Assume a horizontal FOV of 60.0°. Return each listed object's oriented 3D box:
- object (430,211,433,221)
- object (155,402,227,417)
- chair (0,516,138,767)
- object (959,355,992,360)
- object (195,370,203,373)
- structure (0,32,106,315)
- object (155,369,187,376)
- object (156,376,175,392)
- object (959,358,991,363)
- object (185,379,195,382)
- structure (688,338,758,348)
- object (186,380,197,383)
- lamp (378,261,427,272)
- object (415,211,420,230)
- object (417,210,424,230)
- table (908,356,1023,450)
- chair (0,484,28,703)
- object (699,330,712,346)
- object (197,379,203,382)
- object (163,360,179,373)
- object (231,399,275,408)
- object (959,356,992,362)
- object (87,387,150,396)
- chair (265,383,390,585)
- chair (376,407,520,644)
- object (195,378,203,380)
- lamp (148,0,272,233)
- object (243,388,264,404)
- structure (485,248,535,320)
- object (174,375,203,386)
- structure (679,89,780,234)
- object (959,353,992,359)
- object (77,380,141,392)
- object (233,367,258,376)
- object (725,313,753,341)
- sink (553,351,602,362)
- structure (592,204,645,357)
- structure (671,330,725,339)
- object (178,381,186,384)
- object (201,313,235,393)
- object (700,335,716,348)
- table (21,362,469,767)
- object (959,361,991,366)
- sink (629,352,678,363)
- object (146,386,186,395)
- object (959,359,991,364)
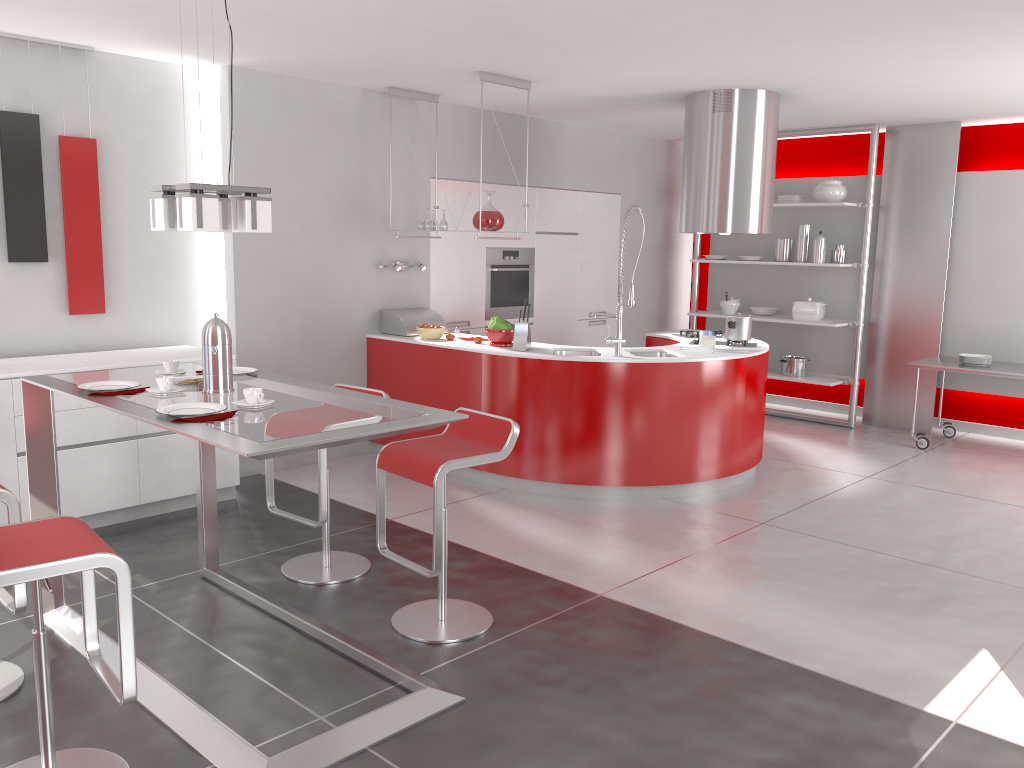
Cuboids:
[{"bbox_3d":[-0.567,-1.158,6.301,0.060,0.141,0.060,10,12,43],"label":"object"},{"bbox_3d":[-1.023,0.085,2.834,0.217,0.015,0.217,-3,10,-22],"label":"object"},{"bbox_3d":[-1.308,0.733,2.418,0.460,0.857,0.418,-6,12,-38],"label":"chair"},{"bbox_3d":[3.623,-0.203,6.939,0.228,0.020,0.228,5,10,25],"label":"object"},{"bbox_3d":[-1.256,-0.064,3.759,0.095,0.012,0.234,10,12,43],"label":"object"},{"bbox_3d":[-2.665,-1.119,4.834,0.040,1.503,0.820,10,12,43],"label":"structure"},{"bbox_3d":[-1.392,-0.046,3.623,0.119,0.016,0.119,-3,10,-27],"label":"object"},{"bbox_3d":[-1.244,0.002,3.181,0.062,0.049,0.078,0,9,-7],"label":"object"},{"bbox_3d":[3.623,-0.182,6.942,0.228,0.020,0.228,5,10,25],"label":"object"},{"bbox_3d":[-1.237,-0.015,3.409,0.034,0.006,0.036,0,9,-9],"label":"object"},{"bbox_3d":[1.485,-0.298,6.230,0.457,0.037,0.303,4,10,18],"label":"structure"},{"bbox_3d":[-1.219,-0.008,3.373,0.036,0.006,0.034,-5,11,-34],"label":"object"},{"bbox_3d":[-0.785,-0.865,6.537,0.155,0.081,0.454,10,12,43],"label":"lamp"},{"bbox_3d":[-0.658,-1.162,6.312,0.060,0.141,0.060,10,12,43],"label":"object"},{"bbox_3d":[-0.633,-1.147,6.221,0.060,0.141,0.060,4,10,20],"label":"object"},{"bbox_3d":[3.944,0.230,6.750,1.627,0.682,0.749,10,13,44],"label":"table"},{"bbox_3d":[-1.920,0.634,2.965,0.460,0.857,0.418,-8,12,-43],"label":"chair"},{"bbox_3d":[1.301,-0.309,5.952,0.080,0.100,0.109,4,9,16],"label":"object"},{"bbox_3d":[-1.190,-0.013,3.403,0.034,0.006,0.036,-3,10,-23],"label":"object"},{"bbox_3d":[-1.397,-0.071,3.625,0.078,0.049,0.062,9,12,42],"label":"object"},{"bbox_3d":[-0.870,0.066,2.981,0.119,0.016,0.119,5,10,23],"label":"object"},{"bbox_3d":[3.623,-0.193,6.940,0.228,0.020,0.228,5,10,25],"label":"object"},{"bbox_3d":[-1.376,0.030,3.152,0.095,0.012,0.234,9,12,41],"label":"object"},{"bbox_3d":[-0.867,0.457,4.200,0.418,0.857,0.460,8,12,38],"label":"chair"},{"bbox_3d":[-0.265,0.560,3.629,0.460,0.857,0.418,-7,12,-41],"label":"chair"},{"bbox_3d":[-1.208,-0.019,3.441,0.034,0.006,0.036,7,11,31],"label":"object"},{"bbox_3d":[-1.050,-1.043,3.047,0.304,1.025,0.304,10,12,43],"label":"lamp"},{"bbox_3d":[-0.866,0.043,2.971,0.062,0.049,0.078,-3,10,-24],"label":"object"},{"bbox_3d":[-0.002,-0.845,7.471,0.050,0.589,0.599,10,12,43],"label":"structure"},{"bbox_3d":[-1.223,-0.010,3.409,0.217,0.015,0.217,0,9,-9],"label":"object"},{"bbox_3d":[1.541,-1.549,6.308,0.644,0.958,0.644,3,9,10],"label":"structure"},{"bbox_3d":[3.624,-0.213,6.937,0.228,0.020,0.228,5,10,25],"label":"object"},{"bbox_3d":[-1.474,0.011,3.247,0.217,0.015,0.217,4,10,19],"label":"object"},{"bbox_3d":[-1.160,-0.049,3.661,0.217,0.015,0.217,-1,9,-10],"label":"object"},{"bbox_3d":[1.580,-0.400,6.179,0.189,0.185,0.218,2,9,6],"label":"object"},{"bbox_3d":[0.414,-0.101,5.659,0.326,0.172,0.428,2,9,4],"label":"sink"},{"bbox_3d":[0.663,-0.634,5.434,0.308,0.920,0.178,1,9,-3],"label":"structure"},{"bbox_3d":[1.485,-0.382,6.758,0.457,0.037,0.303,-2,9,-16],"label":"structure"},{"bbox_3d":[-1.255,-0.007,3.396,0.036,0.006,0.034,5,10,22],"label":"object"},{"bbox_3d":[-1.085,-0.119,3.243,0.113,0.287,0.149,-6,12,-38],"label":"object"},{"bbox_3d":[1.287,-0.280,5.826,0.100,0.080,0.109,3,9,13],"label":"object"},{"bbox_3d":[-1.041,0.531,3.258,1.700,1.000,0.800,10,12,43],"label":"table"},{"bbox_3d":[3.623,-0.162,6.945,0.228,0.020,0.228,5,10,25],"label":"object"},{"bbox_3d":[0.901,-0.094,5.673,0.326,0.172,0.428,0,9,-8],"label":"sink"},{"bbox_3d":[-1.245,0.025,3.192,0.119,0.016,0.119,9,12,40],"label":"object"},{"bbox_3d":[3.623,-0.172,6.943,0.228,0.020,0.228,5,10,25],"label":"object"}]
